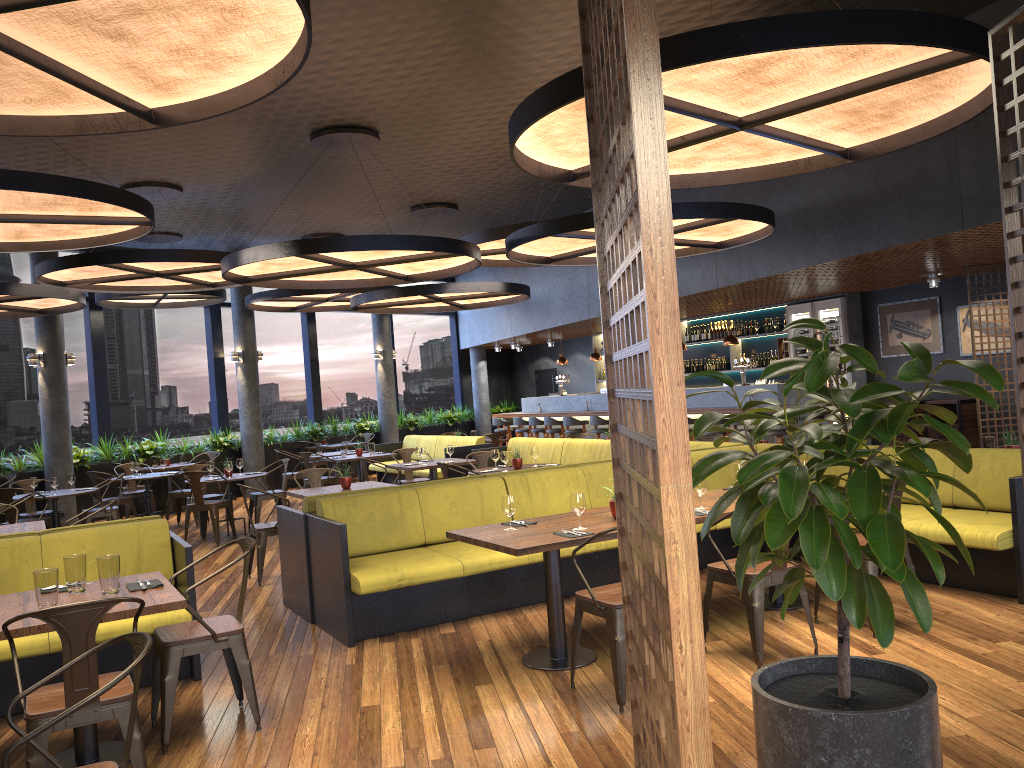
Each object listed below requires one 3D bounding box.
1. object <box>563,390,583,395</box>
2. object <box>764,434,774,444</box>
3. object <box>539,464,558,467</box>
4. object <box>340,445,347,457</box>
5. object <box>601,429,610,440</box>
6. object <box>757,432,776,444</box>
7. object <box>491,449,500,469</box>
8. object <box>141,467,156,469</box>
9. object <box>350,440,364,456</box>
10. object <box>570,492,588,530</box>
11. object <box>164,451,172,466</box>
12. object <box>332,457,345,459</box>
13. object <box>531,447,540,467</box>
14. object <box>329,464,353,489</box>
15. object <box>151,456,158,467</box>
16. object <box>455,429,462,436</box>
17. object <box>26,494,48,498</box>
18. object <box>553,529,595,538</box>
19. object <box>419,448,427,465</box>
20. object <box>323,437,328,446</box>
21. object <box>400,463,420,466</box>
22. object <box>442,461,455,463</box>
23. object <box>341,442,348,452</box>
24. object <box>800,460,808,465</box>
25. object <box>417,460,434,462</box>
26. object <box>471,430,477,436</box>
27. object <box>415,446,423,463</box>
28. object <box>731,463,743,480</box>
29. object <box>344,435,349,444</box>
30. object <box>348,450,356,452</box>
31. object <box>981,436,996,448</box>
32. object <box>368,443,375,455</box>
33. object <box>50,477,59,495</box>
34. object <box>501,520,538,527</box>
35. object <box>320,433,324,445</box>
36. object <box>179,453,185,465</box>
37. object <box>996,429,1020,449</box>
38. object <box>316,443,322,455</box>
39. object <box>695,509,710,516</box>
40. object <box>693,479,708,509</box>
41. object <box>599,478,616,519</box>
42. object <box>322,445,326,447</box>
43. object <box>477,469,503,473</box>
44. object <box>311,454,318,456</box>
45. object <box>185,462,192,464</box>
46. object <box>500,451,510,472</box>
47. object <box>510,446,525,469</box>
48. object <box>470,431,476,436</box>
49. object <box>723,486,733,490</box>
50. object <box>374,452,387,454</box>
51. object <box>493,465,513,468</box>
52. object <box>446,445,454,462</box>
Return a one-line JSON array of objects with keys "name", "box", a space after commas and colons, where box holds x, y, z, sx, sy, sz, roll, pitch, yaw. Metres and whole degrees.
[{"name": "object", "box": [1.352, 0.168, 19.291, 0.766, 0.106, 0.200, -4, 0, -29]}, {"name": "object", "box": [2.647, 0.605, 9.133, 0.102, 0.178, 0.102, -4, -1, -43]}, {"name": "object", "box": [0.361, 0.859, 9.333, 0.255, 0.019, 0.157, -4, 0, 3]}, {"name": "object", "box": [-2.568, 1.023, 13.531, 0.102, 0.178, 0.102, -4, 0, -23]}, {"name": "object", "box": [1.306, 0.676, 11.666, 0.238, 0.271, 0.260, -4, 0, -7]}, {"name": "object", "box": [2.603, 0.563, 9.274, 0.260, 0.271, 0.238, -4, 0, -27]}, {"name": "object", "box": [-0.177, 0.806, 9.492, 0.097, 0.206, 0.097, -4, 0, -4]}, {"name": "object", "box": [-5.902, 1.356, 14.368, 0.255, 0.019, 0.157, -5, 0, 37]}, {"name": "object", "box": [-2.322, 0.958, 13.504, 0.238, 0.271, 0.260, -4, 0, 10]}, {"name": "object", "box": [0.386, 0.734, 5.126, 0.097, 0.206, 0.097, -4, 0, 17]}, {"name": "object", "box": [-5.699, 1.216, 14.654, 0.260, 0.271, 0.238, -4, 0, -13]}, {"name": "object", "box": [-2.621, 1.106, 13.366, 0.157, 0.019, 0.255, -4, 0, -29]}, {"name": "object", "box": [0.249, 0.775, 9.472, 0.097, 0.206, 0.097, -4, 0, 13]}, {"name": "object", "box": [-1.614, 0.871, 8.551, 0.260, 0.271, 0.238, -4, 0, 6]}, {"name": "object", "box": [-5.852, 1.273, 14.525, 0.102, 0.178, 0.102, -5, -1, 43]}, {"name": "object", "box": [-0.923, 0.865, 15.036, 0.238, 0.271, 0.260, -4, 0, -24]}, {"name": "object", "box": [-5.519, 1.303, 10.334, 0.157, 0.019, 0.255, -4, 0, 14]}, {"name": "object", "box": [0.332, 0.831, 4.963, 0.157, 0.019, 0.255, -4, 0, -28]}, {"name": "object", "box": [-1.082, 0.883, 10.840, 0.097, 0.206, 0.097, -4, 0, -28]}, {"name": "object", "box": [-3.682, 1.133, 17.536, 0.102, 0.178, 0.102, -5, -1, 43]}, {"name": "object", "box": [-1.238, 0.989, 10.901, 0.255, 0.019, 0.157, -4, 0, -28]}, {"name": "object", "box": [-0.821, 0.958, 10.842, 0.157, 0.019, 0.255, -4, 0, -28]}, {"name": "object", "box": [-2.765, 1.045, 14.669, 0.102, 0.178, 0.102, -5, 0, 37]}, {"name": "object", "box": [1.975, 0.622, 6.002, 0.097, 0.206, 0.097, -4, 0, 17]}, {"name": "object", "box": [-1.099, 0.982, 11.334, 0.157, 0.019, 0.255, -4, 0, -28]}, {"name": "object", "box": [-0.655, 0.894, 15.410, 0.102, 0.178, 0.102, -4, 0, 7]}, {"name": "object", "box": [-1.167, 0.891, 11.172, 0.097, 0.206, 0.097, -4, 0, -37]}, {"name": "object", "box": [1.574, 0.653, 6.168, 0.097, 0.206, 0.097, -4, 0, 17]}, {"name": "object", "box": [-3.297, 1.106, 17.712, 0.102, 0.178, 0.102, -4, 0, -37]}, {"name": "object", "box": [-2.645, 1.117, 14.790, 0.157, 0.019, 0.255, -4, 0, -29]}, {"name": "object", "box": [3.785, 0.506, 7.037, 0.102, 0.178, 0.102, -4, 0, -23]}, {"name": "object", "box": [-2.145, 0.991, 13.537, 0.102, 0.178, 0.102, -4, 0, 27]}, {"name": "object", "box": [-5.371, 1.198, 10.414, 0.097, 0.206, 0.097, -4, 0, -13]}, {"name": "object", "box": [0.054, 0.855, 5.454, 0.157, 0.019, 0.255, -4, 0, -28]}, {"name": "object", "box": [-3.803, 1.098, 17.824, 0.260, 0.271, 0.238, -4, 0, -27]}, {"name": "object", "box": [-5.467, 1.246, 14.701, 0.102, 0.178, 0.102, -4, 0, -37]}, {"name": "object", "box": [3.887, 0.452, 6.928, 0.260, 0.271, 0.238, -4, 0, -27]}, {"name": "object", "box": [-3.188, 1.077, 14.663, 0.102, 0.178, 0.102, -5, 0, 37]}, {"name": "object", "box": [1.126, 0.775, 5.400, 0.157, 0.019, 0.255, -4, 0, -28]}, {"name": "object", "box": [1.180, 0.678, 5.564, 0.097, 0.206, 0.097, -4, 0, 17]}, {"name": "object", "box": [0.652, 0.681, 5.416, 0.238, 0.271, 0.260, -4, 0, -7]}, {"name": "object", "box": [-3.732, 1.216, 17.379, 0.255, 0.019, 0.157, -5, 0, 37]}, {"name": "object", "box": [-0.221, 0.902, 9.190, 0.255, 0.019, 0.157, -4, 0, -26]}, {"name": "object", "box": [-3.241, 1.159, 14.498, 0.157, 0.019, 0.255, -4, 0, -29]}, {"name": "object", "box": [-5.473, 1.328, 14.875, 0.255, 0.019, 0.157, -5, 0, 37]}, {"name": "object", "box": [-0.068, 0.796, 9.123, 0.097, 0.206, 0.097, -4, 0, 10]}, {"name": "object", "box": [0.059, 0.752, 9.312, 0.238, 0.271, 0.260, -4, 0, -7]}, {"name": "object", "box": [-0.649, 0.890, 14.986, 0.102, 0.178, 0.102, -4, -1, -43]}, {"name": "object", "box": [1.642, 0.744, 6.330, 0.157, 0.019, 0.255, -4, 0, -28]}, {"name": "object", "box": [-2.025, 1.063, 13.658, 0.157, 0.019, 0.255, -4, 0, -29]}, {"name": "object", "box": [-0.091, 0.895, 9.646, 0.157, 0.019, 0.255, -4, 0, -22]}, {"name": "object", "box": [-0.766, 0.861, 11.006, 0.097, 0.206, 0.097, -4, 0, -37]}]
